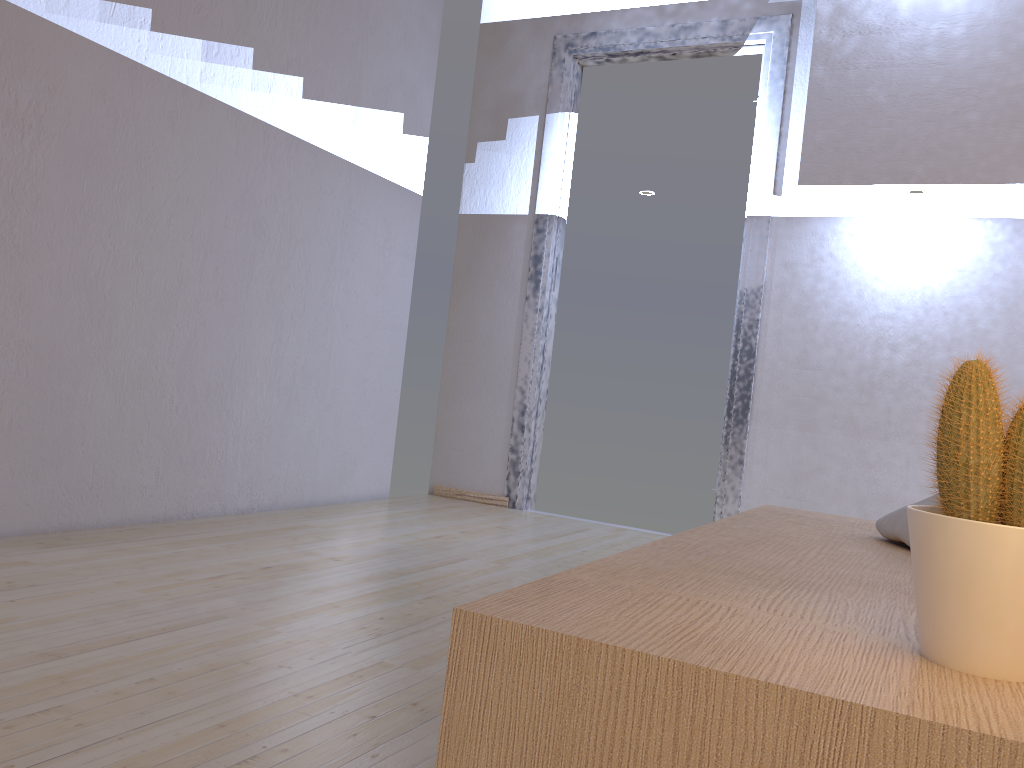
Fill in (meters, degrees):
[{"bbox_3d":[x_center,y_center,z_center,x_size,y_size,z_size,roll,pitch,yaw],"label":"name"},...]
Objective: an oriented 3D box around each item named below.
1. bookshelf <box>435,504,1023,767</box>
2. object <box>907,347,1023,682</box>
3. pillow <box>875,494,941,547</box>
[{"bbox_3d":[0.547,0.424,1.314,0.643,0.303,1.495,6,-1,27],"label":"bookshelf"},{"bbox_3d":[0.433,0.113,0.795,0.144,0.294,0.144,7,-1,-38],"label":"object"},{"bbox_3d":[0.939,0.204,1.491,0.470,0.241,0.498,6,-1,-9],"label":"pillow"}]
